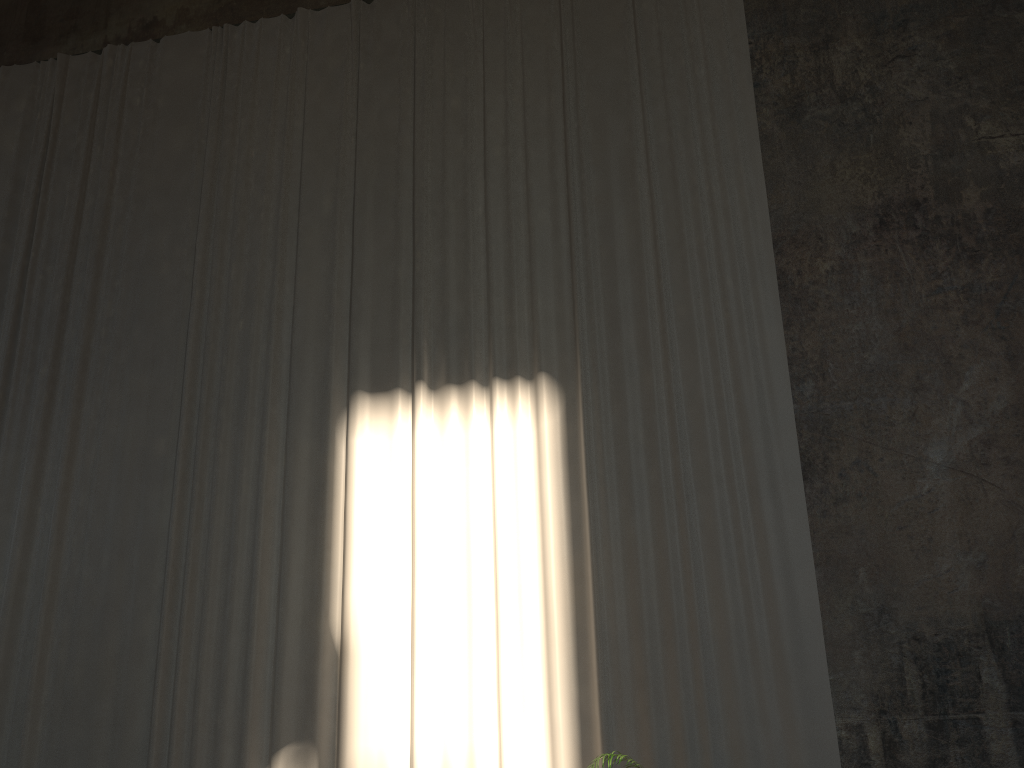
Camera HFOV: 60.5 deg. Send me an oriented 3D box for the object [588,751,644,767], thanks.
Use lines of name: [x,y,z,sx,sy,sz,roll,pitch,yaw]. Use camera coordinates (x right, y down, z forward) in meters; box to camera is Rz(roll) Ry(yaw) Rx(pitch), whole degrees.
object: [1.012,2.966,5.313,1.129,1.398,1.138,-2,-20,1]

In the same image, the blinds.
blinds: [-1.668,0.173,7.518,7.841,8.307,0.285,-6,-18,11]
